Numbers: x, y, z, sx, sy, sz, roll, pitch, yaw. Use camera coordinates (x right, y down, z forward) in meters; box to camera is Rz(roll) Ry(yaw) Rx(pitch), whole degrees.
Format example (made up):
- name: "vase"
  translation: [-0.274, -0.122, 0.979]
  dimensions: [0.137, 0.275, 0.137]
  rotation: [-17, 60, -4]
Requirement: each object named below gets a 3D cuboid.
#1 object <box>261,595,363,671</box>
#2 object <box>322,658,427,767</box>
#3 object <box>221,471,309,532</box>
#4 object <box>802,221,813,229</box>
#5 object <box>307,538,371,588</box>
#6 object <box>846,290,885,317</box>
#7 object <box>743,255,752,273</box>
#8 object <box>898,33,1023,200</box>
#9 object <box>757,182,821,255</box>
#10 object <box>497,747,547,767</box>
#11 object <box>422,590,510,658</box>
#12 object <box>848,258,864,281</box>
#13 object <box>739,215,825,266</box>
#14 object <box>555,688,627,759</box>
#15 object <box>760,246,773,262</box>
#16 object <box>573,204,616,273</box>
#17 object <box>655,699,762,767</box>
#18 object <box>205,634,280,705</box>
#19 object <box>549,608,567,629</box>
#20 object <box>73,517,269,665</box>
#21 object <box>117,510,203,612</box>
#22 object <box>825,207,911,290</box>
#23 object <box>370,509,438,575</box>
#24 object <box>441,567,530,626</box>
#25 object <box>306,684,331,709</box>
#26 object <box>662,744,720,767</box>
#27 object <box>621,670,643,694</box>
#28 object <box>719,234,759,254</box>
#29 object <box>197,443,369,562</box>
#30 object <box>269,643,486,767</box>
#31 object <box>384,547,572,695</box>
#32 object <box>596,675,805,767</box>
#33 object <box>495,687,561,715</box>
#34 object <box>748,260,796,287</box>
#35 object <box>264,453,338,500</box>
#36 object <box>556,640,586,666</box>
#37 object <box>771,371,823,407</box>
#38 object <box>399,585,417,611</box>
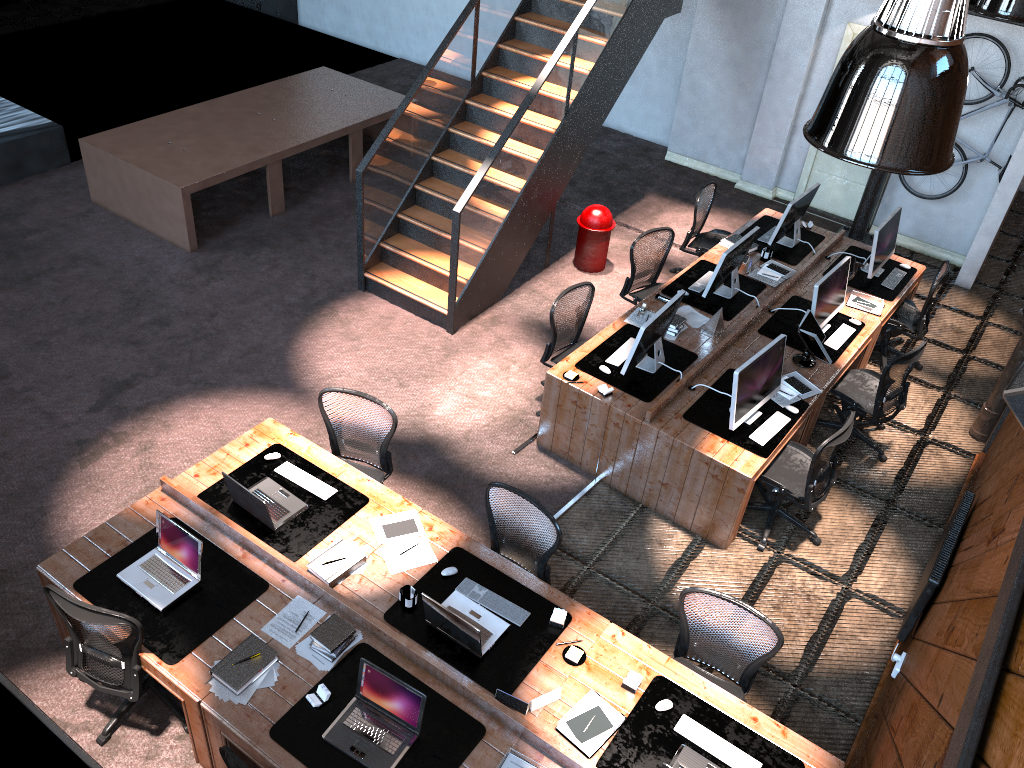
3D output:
- name: "object"
  translation: [-1.066, 1.298, 4.754]
  dimensions: [0.478, 0.098, 0.319]
  rotation: [25, 41, 23]
- name: "object"
  translation: [-0.664, 1.600, 4.257]
  dimensions: [0.390, 0.283, 0.323]
  rotation: [23, 40, 21]
- name: "object"
  translation: [-1.493, 0.644, 5.385]
  dimensions: [0.390, 0.283, 0.323]
  rotation: [28, 42, 26]
- name: "object"
  translation: [3.085, -1.668, 9.264]
  dimensions: [0.106, 0.063, 0.082]
  rotation: [7, 37, 1]
- name: "object"
  translation: [-1.014, 1.011, 5.163]
  dimensions: [0.363, 0.065, 0.325]
  rotation: [-24, 46, -33]
- name: "object"
  translation: [3.223, -0.734, 8.069]
  dimensions: [0.316, 0.060, 0.229]
  rotation: [22, 40, 19]
- name: "object"
  translation: [2.238, -1.182, 8.487]
  dimensions: [0.129, 0.083, 0.347]
  rotation: [-6, 39, -15]
- name: "object"
  translation: [4.957, -2.785, 9.601]
  dimensions: [1.022, 1.846, 0.655]
  rotation: [10, 37, 5]
- name: "object"
  translation: [2.777, -1.672, 8.827]
  dimensions: [0.586, 0.581, 0.692]
  rotation: [0, 38, -8]
- name: "object"
  translation: [0.010, 1.896, 4.164]
  dimensions: [0.229, 0.060, 0.316]
  rotation: [22, 40, 19]
- name: "object"
  translation: [-0.241, 1.217, 4.772]
  dimensions: [0.380, 0.288, 0.320]
  rotation: [27, 42, 24]
- name: "object"
  translation: [3.080, -1.013, 8.173]
  dimensions: [0.229, 0.351, 0.135]
  rotation: [25, 41, 23]
- name: "object"
  translation: [2.712, -1.469, 8.996]
  dimensions: [0.687, 0.008, 0.848]
  rotation: [28, 42, 26]
- name: "object"
  translation: [0.406, 1.701, 4.476]
  dimensions: [0.229, 0.060, 0.316]
  rotation: [33, 45, 30]
- name: "object"
  translation: [2.465, -1.257, 8.585]
  dimensions: [0.099, 0.138, 0.078]
  rotation: [-22, 45, -32]
- name: "object"
  translation: [0.879, -1.582, 9.518]
  dimensions: [0.414, 0.707, 0.414]
  rotation: [-2, 38, -10]
- name: "object"
  translation: [0.975, 1.784, 4.464]
  dimensions: [0.577, 0.040, 0.139]
  rotation: [29, 43, 27]
- name: "object"
  translation: [-1.371, 1.460, 4.525]
  dimensions: [0.363, 0.065, 0.325]
  rotation: [-28, 49, -37]
- name: "object"
  translation: [0.261, 1.301, 4.961]
  dimensions: [0.082, 0.063, 0.106]
  rotation: [15, 38, 11]
- name: "object"
  translation: [-1.892, 1.122, 4.940]
  dimensions: [0.848, 0.008, 0.687]
  rotation: [26, 42, 24]
- name: "object"
  translation: [-1.933, 0.964, 4.858]
  dimensions: [0.380, 0.288, 0.320]
  rotation: [27, 42, 24]
- name: "object"
  translation: [3.557, -1.291, 8.438]
  dimensions: [0.799, 0.576, 0.648]
  rotation: [-1, 38, -10]
- name: "object"
  translation: [-0.657, 0.938, 5.346]
  dimensions: [0.304, 0.017, 0.467]
  rotation: [-10, 40, -20]
- name: "object"
  translation: [-0.165, 1.205, 5.054]
  dimensions: [0.577, 0.040, 0.139]
  rotation: [26, 41, 24]
- name: "object"
  translation: [-0.970, 1.564, 4.440]
  dimensions: [0.106, 0.063, 0.082]
  rotation: [-26, 48, -35]
- name: "object"
  translation: [0.928, 1.848, 4.164]
  dimensions: [0.390, 0.283, 0.323]
  rotation: [27, 42, 24]
- name: "object"
  translation: [0.638, 1.565, 4.683]
  dimensions: [0.082, 0.063, 0.106]
  rotation: [25, 41, 22]
- name: "object"
  translation: [2.236, -1.396, 8.782]
  dimensions: [0.325, 0.065, 0.363]
  rotation: [-16, 42, -26]
- name: "object"
  translation: [-1.424, 0.717, 5.536]
  dimensions: [0.848, 0.008, 0.687]
  rotation: [26, 42, 24]
- name: "object"
  translation: [-0.653, 1.706, 4.357]
  dimensions: [0.848, 0.008, 0.687]
  rotation: [26, 42, 24]
- name: "object"
  translation: [-0.185, 1.301, 4.953]
  dimensions: [0.848, 0.008, 0.687]
  rotation: [26, 42, 24]
- name: "object"
  translation: [0.931, 1.881, 4.358]
  dimensions: [0.848, 0.008, 0.687]
  rotation: [26, 42, 24]
- name: "object"
  translation: [0.087, 1.610, 4.526]
  dimensions: [0.347, 0.083, 0.129]
  rotation: [1, 38, -8]
- name: "object"
  translation: [2.470, -1.057, 8.401]
  dimensions: [0.304, 0.017, 0.467]
  rotation: [32, 44, 30]
- name: "object"
  translation: [-1.371, 0.588, 5.685]
  dimensions: [0.577, 0.040, 0.139]
  rotation: [27, 42, 25]
- name: "object"
  translation: [0.334, 1.456, 4.809]
  dimensions: [0.158, 0.026, 0.154]
  rotation: [-4, 38, -13]
- name: "object"
  translation: [2.165, 0.032, 6.933]
  dimensions: [0.467, 0.017, 0.304]
  rotation: [-17, 43, -28]
- name: "object"
  translation: [-0.578, 1.190, 4.944]
  dimensions: [0.078, 0.138, 0.099]
  rotation: [-26, 48, -35]
